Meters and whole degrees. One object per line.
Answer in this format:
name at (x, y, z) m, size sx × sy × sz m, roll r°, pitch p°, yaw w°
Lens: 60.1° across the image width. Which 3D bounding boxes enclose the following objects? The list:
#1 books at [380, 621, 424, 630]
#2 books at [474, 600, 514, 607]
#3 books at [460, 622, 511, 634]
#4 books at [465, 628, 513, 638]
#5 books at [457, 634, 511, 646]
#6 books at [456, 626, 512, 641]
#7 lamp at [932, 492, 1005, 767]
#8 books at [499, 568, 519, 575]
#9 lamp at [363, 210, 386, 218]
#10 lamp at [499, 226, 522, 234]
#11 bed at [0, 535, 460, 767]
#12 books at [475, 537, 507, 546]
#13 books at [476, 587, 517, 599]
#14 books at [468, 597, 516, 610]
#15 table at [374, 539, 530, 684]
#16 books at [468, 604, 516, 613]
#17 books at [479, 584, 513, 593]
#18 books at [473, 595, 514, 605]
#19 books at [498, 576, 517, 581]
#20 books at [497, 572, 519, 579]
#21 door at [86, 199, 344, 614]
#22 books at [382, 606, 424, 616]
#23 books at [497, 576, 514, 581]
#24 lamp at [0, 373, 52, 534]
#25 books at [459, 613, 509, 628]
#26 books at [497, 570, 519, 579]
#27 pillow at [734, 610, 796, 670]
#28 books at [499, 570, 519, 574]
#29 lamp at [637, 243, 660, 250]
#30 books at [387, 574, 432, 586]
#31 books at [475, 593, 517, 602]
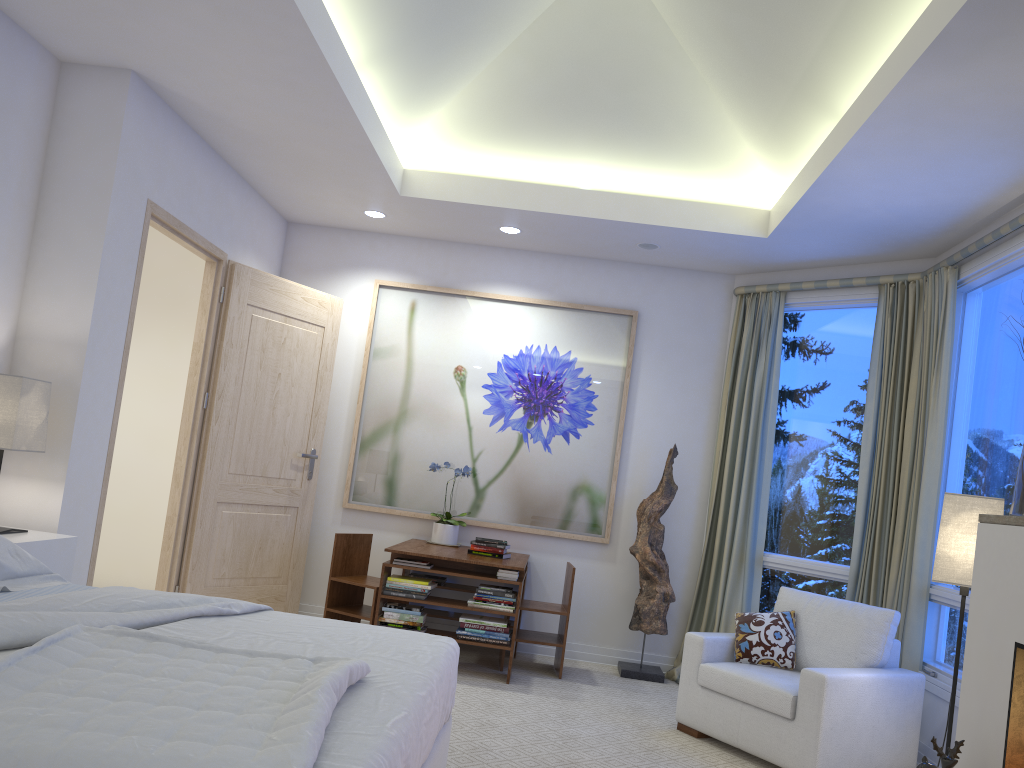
books at (-0.579, 1.271, 4.695) m, size 0.217 × 0.021 × 0.157 m, roll 7°, pitch -6°, yaw 4°
books at (-0.091, 1.153, 4.694) m, size 0.205 × 0.011 × 0.149 m, roll 7°, pitch -6°, yaw 4°
books at (-0.139, 1.280, 4.697) m, size 0.257 × 0.033 × 0.156 m, roll 7°, pitch -6°, yaw 3°
books at (-0.119, 1.305, 4.686) m, size 0.234 × 0.018 × 0.170 m, roll 7°, pitch -6°, yaw 9°
books at (-0.144, 1.341, 4.701) m, size 0.276 × 0.032 × 0.193 m, roll 7°, pitch -6°, yaw 4°
books at (-0.146, 1.317, 4.689) m, size 0.284 × 0.018 × 0.182 m, roll 7°, pitch -6°, yaw 4°
lamp at (1.736, 1.087, 3.763) m, size 0.276 × 1.201 × 1.537 m, roll 7°, pitch -5°, yaw 16°
books at (-0.015, 0.989, 4.688) m, size 0.103 × 0.013 × 0.143 m, roll 7°, pitch -6°, yaw 4°
lamp at (-0.816, -1.003, 5.262) m, size 0.137 × 0.014 × 0.137 m, roll 10°, pitch -7°, yaw -24°
lamp at (-0.012, -0.900, 5.214) m, size 0.137 × 0.014 × 0.137 m, roll 10°, pitch -7°, yaw -24°
bed at (-1.196, 0.722, 2.213) m, size 2.019 × 0.812 × 1.977 m, roll 7°, pitch -6°, yaw 3°
books at (-0.118, 0.894, 5.029) m, size 0.180 × 0.018 × 0.126 m, roll 8°, pitch -6°, yaw -1°
books at (-0.081, 1.106, 4.703) m, size 0.205 × 0.026 × 0.125 m, roll 7°, pitch -6°, yaw 8°
books at (-0.104, 1.165, 4.707) m, size 0.249 × 0.015 × 0.180 m, roll 7°, pitch -6°, yaw 4°
table at (-0.318, 1.257, 5.053) m, size 0.740 × 0.598 × 0.904 m, roll 7°, pitch -5°, yaw 4°
books at (-0.102, 1.179, 4.701) m, size 0.239 × 0.017 × 0.173 m, roll 7°, pitch -6°, yaw 9°
books at (-0.085, 1.085, 4.703) m, size 0.177 × 0.017 × 0.113 m, roll 7°, pitch -6°, yaw 4°
books at (-0.096, 1.140, 4.697) m, size 0.209 × 0.015 × 0.146 m, roll 7°, pitch -6°, yaw 4°
books at (-0.022, 1.023, 4.687) m, size 0.101 × 0.012 × 0.140 m, roll 7°, pitch -6°, yaw 4°
books at (-0.020, 1.007, 4.693) m, size 0.108 × 0.020 × 0.151 m, roll 7°, pitch -6°, yaw 4°
door at (-1.607, 0.311, 4.705) m, size 0.360 × 2.049 × 1.793 m, roll 6°, pitch -5°, yaw 21°
books at (-0.577, 1.197, 4.695) m, size 0.205 × 0.018 × 0.119 m, roll 7°, pitch -6°, yaw 3°
books at (-0.022, 1.023, 4.686) m, size 0.103 × 0.013 × 0.143 m, roll 7°, pitch -6°, yaw 4°
lamp at (-1.909, 0.257, 3.311) m, size 0.210 × 0.581 × 0.211 m, roll 7°, pitch -3°, yaw 4°
books at (-0.147, 1.254, 4.698) m, size 0.249 × 0.022 × 0.180 m, roll 7°, pitch -6°, yaw 4°
books at (-0.020, 1.007, 4.693) m, size 0.111 × 0.022 × 0.154 m, roll 7°, pitch -6°, yaw 4°
pillow at (1.176, 1.172, 4.117) m, size 0.284 × 0.271 × 0.188 m, roll 7°, pitch -4°, yaw 13°
books at (-0.015, 0.989, 4.689) m, size 0.100 × 0.012 × 0.140 m, roll 7°, pitch -6°, yaw 4°
lamp at (0.794, -0.798, 5.165) m, size 0.137 × 0.014 × 0.137 m, roll 10°, pitch -7°, yaw -24°
books at (-0.542, 1.045, 4.724) m, size 0.217 × 0.019 × 0.157 m, roll 7°, pitch -6°, yaw 4°
books at (-0.084, 1.126, 4.701) m, size 0.217 × 0.016 × 0.138 m, roll 7°, pitch -6°, yaw 4°
